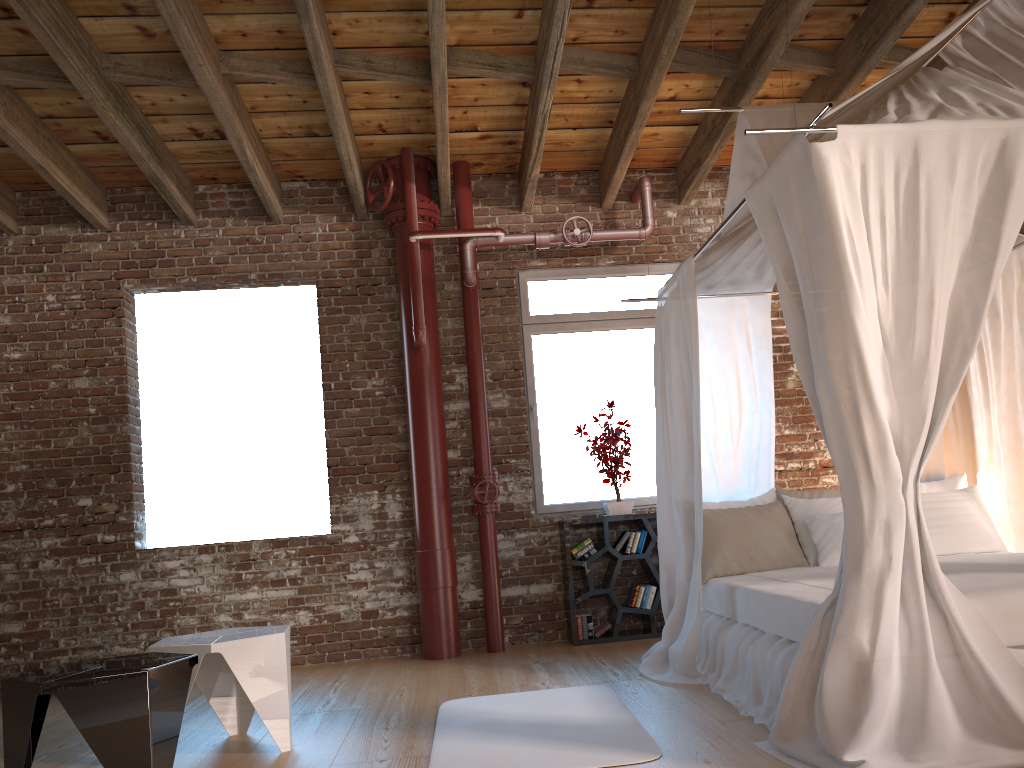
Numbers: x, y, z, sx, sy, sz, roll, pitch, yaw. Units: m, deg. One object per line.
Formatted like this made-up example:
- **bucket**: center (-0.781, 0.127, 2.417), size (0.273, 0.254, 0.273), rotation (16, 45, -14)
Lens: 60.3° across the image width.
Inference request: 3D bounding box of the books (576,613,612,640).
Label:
- **books**: center (0.557, 1.650, 6.014), size (0.248, 0.159, 0.136), rotation (-4, -6, -6)

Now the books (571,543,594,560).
- **books**: center (0.483, 1.145, 6.042), size (0.153, 0.108, 0.136), rotation (-4, -7, -6)

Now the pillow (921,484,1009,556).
- **pillow**: center (2.446, 0.785, 4.987), size (0.624, 0.430, 0.297), rotation (-4, -5, -5)

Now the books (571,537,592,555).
- **books**: center (0.467, 1.110, 6.042), size (0.153, 0.108, 0.136), rotation (-4, -7, -6)

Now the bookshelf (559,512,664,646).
- **bookshelf**: center (0.791, 1.336, 6.133), size (0.849, 0.840, 0.296), rotation (-4, -4, -6)

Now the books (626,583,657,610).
- **books**: center (0.891, 1.460, 6.065), size (0.201, 0.180, 0.136), rotation (-4, -5, -6)

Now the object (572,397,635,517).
- **object**: center (0.665, 0.506, 6.164), size (0.414, 0.835, 0.400), rotation (-4, -5, -10)

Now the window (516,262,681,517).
- **window**: center (0.718, 0.020, 6.467), size (1.335, 1.838, 0.170), rotation (-4, -4, -7)

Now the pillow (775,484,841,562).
- **pillow**: center (1.837, 0.804, 5.116), size (0.627, 0.492, 0.211), rotation (-4, -4, -7)

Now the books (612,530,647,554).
- **books**: center (0.810, 1.090, 6.082), size (0.242, 0.165, 0.136), rotation (-4, -6, -6)

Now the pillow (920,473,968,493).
- **pillow**: center (2.429, 0.771, 5.184), size (0.626, 0.496, 0.210), rotation (-4, -4, -6)

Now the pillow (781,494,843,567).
- **pillow**: center (1.855, 0.787, 4.914), size (0.608, 0.401, 0.353), rotation (-4, -6, -8)

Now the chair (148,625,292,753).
- **chair**: center (-1.225, 1.323, 3.778), size (0.632, 0.487, 0.526), rotation (1, -9, -41)

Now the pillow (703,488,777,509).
- **pillow**: center (1.263, 0.856, 5.040), size (0.628, 0.490, 0.202), rotation (-4, -4, -6)

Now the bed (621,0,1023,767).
- **bed**: center (1.817, -0.565, 4.156), size (2.479, 3.859, 2.706), rotation (-4, -5, -5)

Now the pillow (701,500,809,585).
- **pillow**: center (1.278, 0.860, 4.843), size (0.609, 0.412, 0.363), rotation (-4, -6, -8)

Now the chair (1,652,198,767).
- **chair**: center (-1.415, 1.231, 3.075), size (0.605, 0.487, 0.549), rotation (-10, -8, 38)

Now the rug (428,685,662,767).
- **rug**: center (0.096, 1.447, 3.753), size (0.853, 0.007, 1.457), rotation (-4, -9, -4)

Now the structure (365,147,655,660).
- **structure**: center (0.088, 0.061, 6.018), size (1.985, 3.444, 0.584), rotation (-4, -4, -7)

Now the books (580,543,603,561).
- **books**: center (0.541, 1.153, 6.048), size (0.156, 0.113, 0.136), rotation (-4, -7, -6)

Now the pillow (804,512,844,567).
- **pillow**: center (1.789, 0.829, 4.729), size (0.381, 0.289, 0.219), rotation (-5, -5, 3)
